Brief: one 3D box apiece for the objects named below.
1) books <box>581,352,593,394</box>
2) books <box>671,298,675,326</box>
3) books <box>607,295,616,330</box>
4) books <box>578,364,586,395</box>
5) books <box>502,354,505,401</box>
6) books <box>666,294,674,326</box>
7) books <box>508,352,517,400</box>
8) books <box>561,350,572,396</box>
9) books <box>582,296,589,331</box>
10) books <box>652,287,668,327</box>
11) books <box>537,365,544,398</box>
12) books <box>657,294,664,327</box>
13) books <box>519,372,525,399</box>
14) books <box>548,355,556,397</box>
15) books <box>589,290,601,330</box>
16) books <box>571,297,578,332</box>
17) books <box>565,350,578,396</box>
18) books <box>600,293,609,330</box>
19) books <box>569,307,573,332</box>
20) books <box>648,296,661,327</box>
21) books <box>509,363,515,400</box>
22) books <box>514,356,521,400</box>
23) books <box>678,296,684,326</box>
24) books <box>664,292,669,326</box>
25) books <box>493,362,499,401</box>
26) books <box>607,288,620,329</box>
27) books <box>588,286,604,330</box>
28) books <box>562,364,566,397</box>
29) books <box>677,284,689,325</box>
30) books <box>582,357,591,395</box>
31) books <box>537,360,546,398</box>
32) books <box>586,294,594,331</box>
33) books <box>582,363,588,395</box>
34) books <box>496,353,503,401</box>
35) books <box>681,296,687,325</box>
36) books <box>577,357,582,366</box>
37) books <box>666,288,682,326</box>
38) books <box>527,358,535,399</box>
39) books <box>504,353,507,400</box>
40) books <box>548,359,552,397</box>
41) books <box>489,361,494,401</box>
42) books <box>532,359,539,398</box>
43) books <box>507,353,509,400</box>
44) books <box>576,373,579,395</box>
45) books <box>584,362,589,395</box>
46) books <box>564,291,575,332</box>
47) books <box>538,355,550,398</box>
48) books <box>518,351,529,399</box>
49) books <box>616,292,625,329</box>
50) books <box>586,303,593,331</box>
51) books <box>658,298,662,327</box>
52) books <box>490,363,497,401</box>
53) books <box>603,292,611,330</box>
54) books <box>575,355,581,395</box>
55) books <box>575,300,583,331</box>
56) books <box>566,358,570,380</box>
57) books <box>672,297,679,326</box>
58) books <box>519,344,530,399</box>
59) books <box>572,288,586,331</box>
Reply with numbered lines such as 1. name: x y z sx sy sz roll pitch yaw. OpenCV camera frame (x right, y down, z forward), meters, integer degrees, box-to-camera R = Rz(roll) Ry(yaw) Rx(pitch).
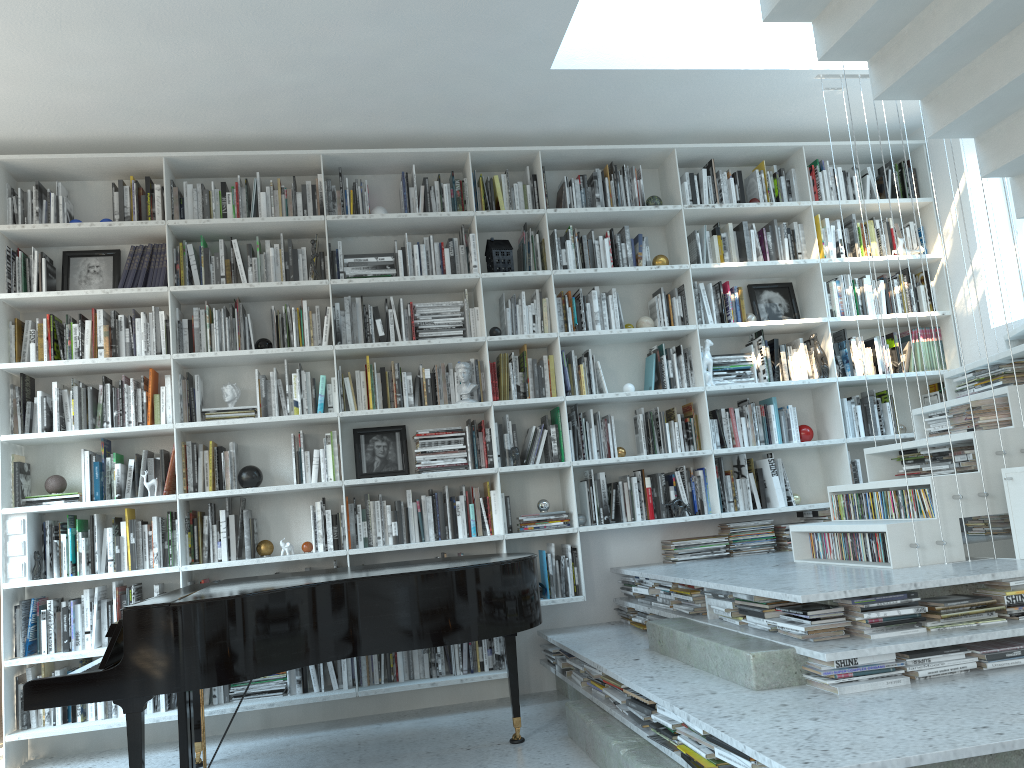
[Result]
1. books: 0.444 -0.043 5.253 0.006 0.269 0.178 -4 -8 -11
2. books: 0.957 -0.408 5.416 0.012 0.206 0.138 -4 -8 -11
3. books: 0.580 -0.398 5.333 0.021 0.232 0.183 -4 -8 -11
4. books: 0.395 -0.004 5.216 0.017 0.191 0.191 -4 -8 -11
5. books: -0.061 -0.019 5.170 0.035 0.293 0.145 -4 -8 -11
6. books: 0.943 -0.419 5.410 0.016 0.227 0.160 -4 -8 -11
7. books: 0.002 -0.026 5.169 0.019 0.293 0.164 -4 -8 -11
8. books: 0.302 -0.043 5.224 0.035 0.287 0.192 -4 -8 -11
9. books: 0.420 -0.391 5.296 0.022 0.237 0.164 -4 -8 -11
10. books: 0.901 -0.437 5.392 0.015 0.267 0.164 -4 -8 -11
11. books: 0.148 0.008 5.181 0.034 0.204 0.181 -4 -8 -11
12. books: 0.888 -0.417 5.399 0.012 0.232 0.154 -4 -8 -11
13. books: 0.046 0.031 5.195 0.030 0.180 0.132 -4 -8 -11
14. books: 0.226 -0.025 5.228 0.033 0.268 0.142 -4 -8 -11
15. books: 0.482 -0.409 5.300 0.030 0.262 0.182 -4 -8 -11
16. books: 0.362 -0.385 5.297 0.013 0.236 0.158 -4 -8 -11
17. books: 0.349 -0.044 5.216 0.013 0.278 0.192 -4 -8 -11
18. books: 0.534 -0.402 5.319 0.025 0.244 0.183 -4 -8 -11
19. books: 0.334 -0.354 5.291 0.021 0.178 0.137 -4 -8 -11
20. books: 0.869 -0.409 5.400 0.015 0.220 0.140 -4 -8 -11
21. books: -0.013 0.006 5.165 0.015 0.231 0.180 -4 -8 -11
22. books: 0.018 -0.015 5.194 0.035 0.278 0.139 -4 -8 -11
23. books: 1.001 -0.413 5.401 0.013 0.204 0.174 -4 -8 -11
24. books: 0.915 -0.425 5.404 0.016 0.243 0.152 -4 -8 -11
25. books: -0.104 0.008 5.174 0.013 0.246 0.177 -4 -8 -11
26. books: 0.603 -0.421 5.329 0.024 0.272 0.170 -4 -8 -11
27. books: 0.504 -0.423 5.333 0.027 0.295 0.159 -4 -8 -11
28. books: 0.283 -0.007 5.225 0.015 0.220 0.155 -4 -8 -11
29. books: 1.031 -0.452 5.409 0.005 0.277 0.182 -4 -8 -11
30. books: 0.432 -0.027 5.258 0.017 0.242 0.133 -4 -8 -11
31. books: 0.168 -0.008 5.208 0.028 0.239 0.145 -4 -8 -11
32. books: 0.458 -0.401 5.320 0.011 0.256 0.131 -4 -8 -11
33. books: 0.413 -0.010 5.247 0.014 0.209 0.157 -4 -8 -11
34. books: -0.072 -0.020 5.157 0.035 0.293 0.145 -4 -8 -11
35. books: 1.025 -0.415 5.410 0.012 0.206 0.169 -4 -8 -11
36. books: 0.401 -0.026 5.247 0.008 0.242 0.169 -4 -8 -11
37. books: 0.985 -0.438 5.403 0.016 0.256 0.176 -4 -8 -11
38. books: 0.096 -0.010 5.192 0.033 0.252 0.175 -4 -8 -11
39. books: -0.046 -0.022 5.157 0.035 0.293 0.145 -4 -8 -11
40. books: 0.207 -0.013 5.225 0.019 0.247 0.149 -4 -8 -11
41. books: -0.134 0.005 5.159 0.015 0.255 0.151 -4 -8 -11
42. books: 0.123 -0.010 5.172 0.027 0.241 0.189 -4 -8 -11
43. books: -0.036 -0.021 5.174 0.035 0.293 0.145 -4 -8 -11
44. books: 0.362 0.001 5.236 0.014 0.192 0.147 -4 -8 -11
45. books: 0.424 -0.013 5.242 0.007 0.211 0.158 -4 -8 -11
46. books: 0.343 -0.404 5.317 0.014 0.283 0.135 -4 -8 -11
47. books: 0.191 -0.024 5.209 0.032 0.266 0.143 -4 -8 -11
48. books: 0.067 -0.032 5.168 0.019 0.292 0.182 -4 -8 -11
49. books: 0.637 -0.410 5.357 0.034 0.253 0.161 -4 -8 -11
50. books: 0.444 -0.370 5.306 0.025 0.194 0.171 -4 -8 -11
51. books: 0.880 -0.403 5.397 0.005 0.205 0.154 -4 -8 -11
52. books: -0.117 0.009 5.160 0.014 0.244 0.145 -4 -8 -11
53. books: 0.554 -0.409 5.345 0.024 0.261 0.134 -4 -8 -11
54. books: 0.372 -0.030 5.248 0.013 0.255 0.145 -4 -8 -11
55. books: 0.382 -0.376 5.301 0.026 0.215 0.161 -4 -8 -11
56. books: 0.322 -0.020 5.244 0.007 0.244 0.146 -4 -8 -11
57. books: 0.972 -0.409 5.406 0.013 0.201 0.173 -4 -8 -11
58. books: 0.074 -0.052 5.191 0.021 0.337 0.169 -4 -8 -11
59. books: 0.402 -0.412 5.290 0.014 0.280 0.177 -4 -8 -11
